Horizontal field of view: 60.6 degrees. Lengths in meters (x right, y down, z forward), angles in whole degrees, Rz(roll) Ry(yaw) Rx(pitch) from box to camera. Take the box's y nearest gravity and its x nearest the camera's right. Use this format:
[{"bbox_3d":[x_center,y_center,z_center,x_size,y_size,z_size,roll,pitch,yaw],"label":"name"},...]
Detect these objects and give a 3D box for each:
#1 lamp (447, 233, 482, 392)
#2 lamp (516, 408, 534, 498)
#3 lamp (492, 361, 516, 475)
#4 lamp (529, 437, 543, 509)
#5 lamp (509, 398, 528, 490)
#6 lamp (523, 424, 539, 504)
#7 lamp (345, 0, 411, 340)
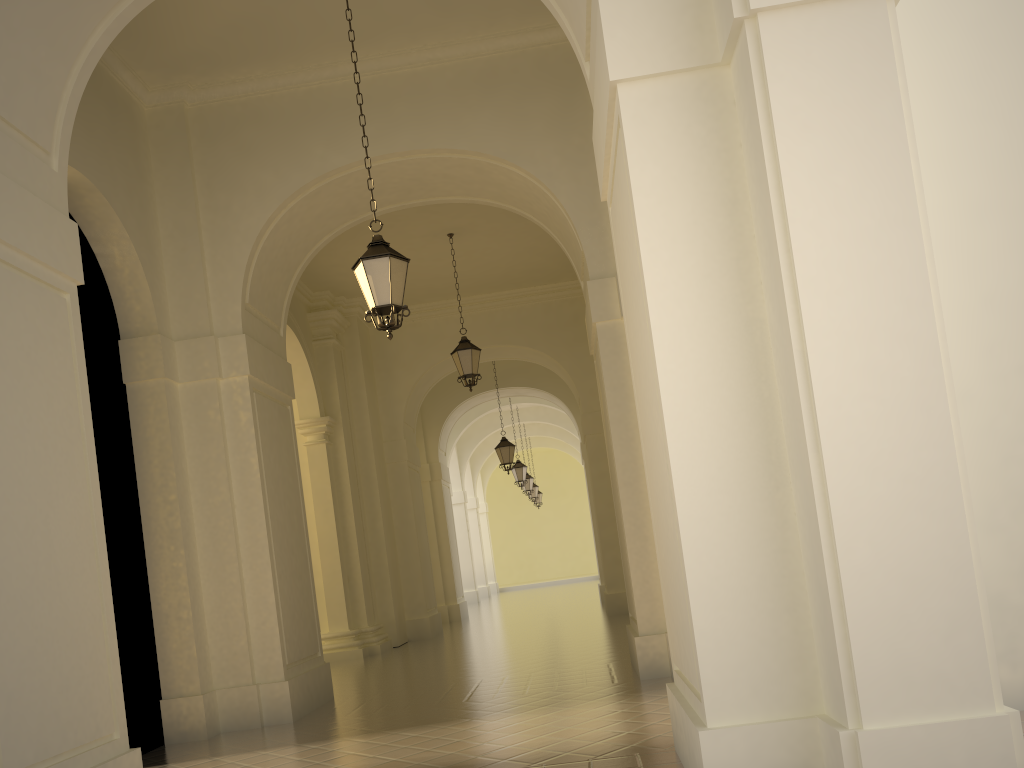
[{"bbox_3d":[-0.814,-1.129,13.893,0.447,2.546,0.508,-9,-3,33],"label":"lamp"},{"bbox_3d":[0.356,2.183,29.231,0.511,3.285,0.445,-8,-3,3],"label":"lamp"},{"bbox_3d":[-0.294,0.477,20.311,0.439,3.285,0.517,-6,-3,-27],"label":"lamp"},{"bbox_3d":[0.911,3.638,36.837,0.511,3.285,0.445,-8,-3,3],"label":"lamp"},{"bbox_3d":[0.073,1.440,25.346,0.511,3.285,0.445,-8,-3,3],"label":"lamp"},{"bbox_3d":[0.635,2.913,33.046,0.511,3.285,0.445,-8,-3,3],"label":"lamp"},{"bbox_3d":[-1.235,-1.991,7.406,0.439,3.285,0.517,-6,-3,-27],"label":"lamp"}]
